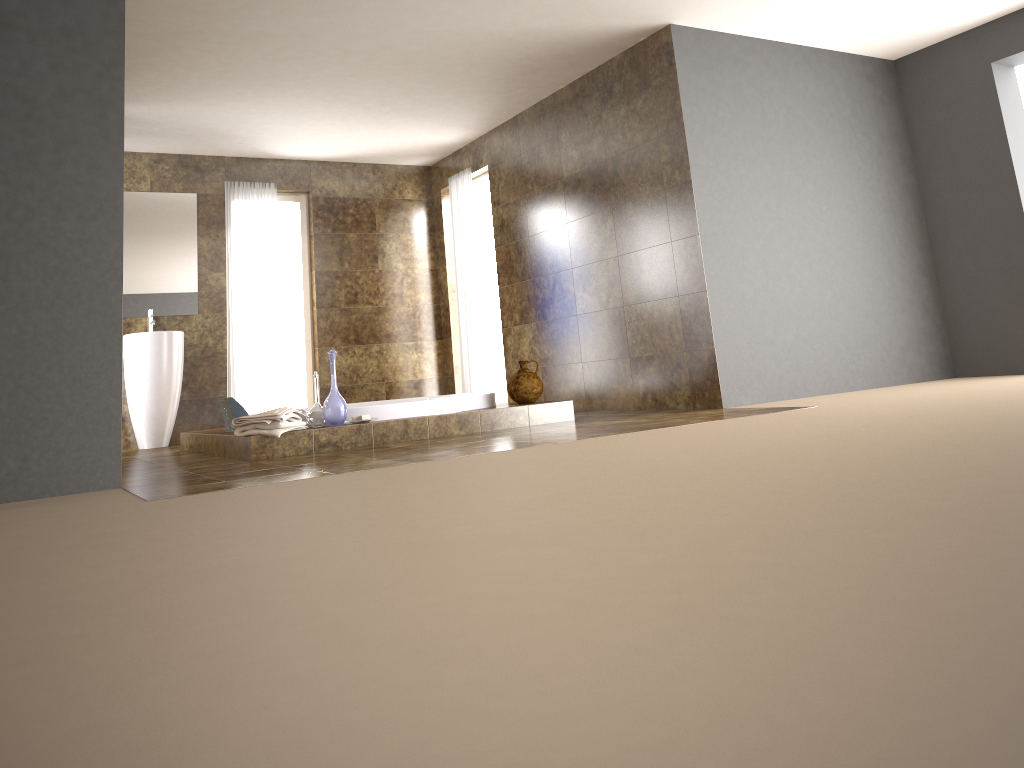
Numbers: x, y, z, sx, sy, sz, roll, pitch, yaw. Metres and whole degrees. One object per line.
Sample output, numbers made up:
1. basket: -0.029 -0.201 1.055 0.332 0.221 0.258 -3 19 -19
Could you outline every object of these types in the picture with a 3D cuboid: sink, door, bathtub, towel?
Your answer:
1. sink: -2.894 -0.062 6.991 0.458 1.171 0.421 0 -12 -27
2. door: 0.021 -0.882 8.535 0.960 2.296 0.038 -5 -12 3
3. bathtub: -0.974 0.278 5.756 1.749 0.539 1.708 -5 -1 0
4. towel: -1.294 0.207 4.616 0.337 0.155 0.315 -6 -2 14

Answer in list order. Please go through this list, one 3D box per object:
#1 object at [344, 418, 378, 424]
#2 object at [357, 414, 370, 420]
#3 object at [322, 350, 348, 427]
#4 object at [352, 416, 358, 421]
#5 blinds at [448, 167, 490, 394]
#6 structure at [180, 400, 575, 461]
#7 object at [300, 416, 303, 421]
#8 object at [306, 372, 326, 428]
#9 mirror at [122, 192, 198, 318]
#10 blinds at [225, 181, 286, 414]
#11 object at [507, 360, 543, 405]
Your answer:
1. object: -0.841 0.209 4.819 0.190 0.019 0.185 -6 1 -42
2. object: -0.817 0.188 4.771 0.053 0.035 0.071 -3 -3 -30
3. object: -0.985 0.019 4.783 0.136 0.433 0.130 -1 -12 -22
4. object: -0.846 0.193 4.833 0.101 0.033 0.059 -5 -2 -15
5. blinds: -0.422 -0.889 8.078 0.069 2.347 0.467 2 -13 -31
6. structure: -0.973 0.286 5.756 2.010 0.128 1.951 -5 1 -30
7. object: -1.262 0.217 4.865 0.166 0.078 0.169 -7 -2 41
8. object: -1.097 0.085 4.857 0.130 0.318 0.125 -1 -11 -22
9. mirror: -3.098 -1.119 7.404 0.768 1.125 0.008 -1 -12 -29
10. blinds: -2.299 -0.720 7.712 0.518 2.334 0.065 1 -13 -29
11. object: 0.082 -0.012 5.534 0.226 0.283 0.226 -9 -8 31
